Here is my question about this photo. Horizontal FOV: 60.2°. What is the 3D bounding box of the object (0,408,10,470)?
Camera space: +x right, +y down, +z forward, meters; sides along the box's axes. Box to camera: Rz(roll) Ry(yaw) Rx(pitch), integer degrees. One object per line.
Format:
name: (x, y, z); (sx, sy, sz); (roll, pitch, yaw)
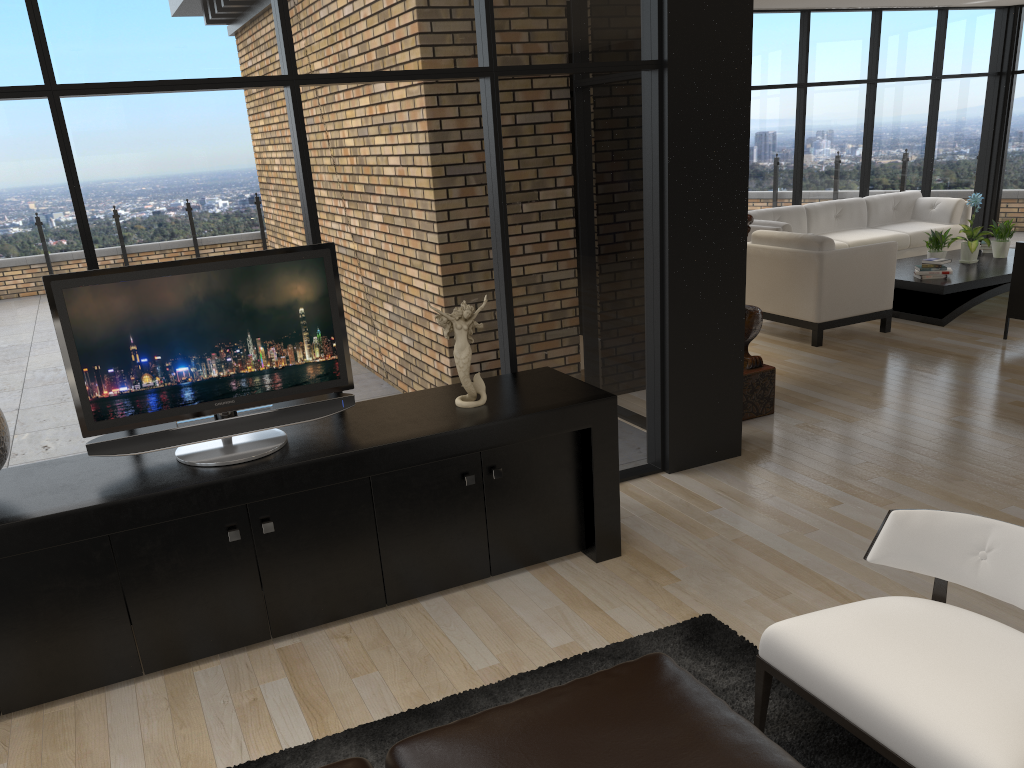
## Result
object: (-1.920, 0.207, 2.919); (0.456, 0.419, 0.458); (-20, 24, -40)

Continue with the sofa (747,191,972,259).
sofa: (3.613, -1.510, 9.448); (2.675, 0.881, 0.836); (-11, 19, -23)

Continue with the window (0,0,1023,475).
window: (2.272, -1.772, 3.329); (15.672, 4.931, 9.974); (-16, 21, -35)

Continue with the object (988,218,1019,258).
object: (4.645, -1.388, 8.366); (0.281, 0.381, 0.211); (13, 26, 41)

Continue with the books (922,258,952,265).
books: (3.674, -1.063, 7.642); (0.153, 0.028, 0.181); (-14, 19, -32)

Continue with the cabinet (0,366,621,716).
cabinet: (-1.040, 0.603, 3.459); (3.017, 0.763, 0.607); (-11, 20, -23)

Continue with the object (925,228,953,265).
object: (3.878, -1.244, 8.055); (0.283, 0.381, 0.209); (6, 22, 27)

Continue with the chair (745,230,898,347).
chair: (2.586, -0.887, 7.534); (0.848, 0.881, 0.979); (-12, 20, -23)

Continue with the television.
television: (-1.076, -0.101, 3.216); (0.932, 0.733, 0.397); (-6, 19, -5)

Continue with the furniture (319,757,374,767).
furniture: (-0.527, 1.213, 1.684); (0.821, 0.498, 0.810); (-12, 19, -23)

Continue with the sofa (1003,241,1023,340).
sofa: (4.916, -0.833, 6.855); (2.017, 0.828, 0.820); (-11, 19, -23)

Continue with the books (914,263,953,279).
books: (3.664, -0.991, 7.676); (0.307, 0.130, 0.217); (0, 18, 14)

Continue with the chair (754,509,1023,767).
chair: (1.192, 0.795, 2.357); (0.679, 0.695, 0.788); (-12, 20, -23)

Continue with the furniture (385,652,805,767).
furniture: (0.240, 1.065, 2.009); (0.821, 0.498, 0.810); (-12, 19, -23)

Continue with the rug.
rug: (-0.102, 1.414, 1.762); (3.012, 0.012, 2.428); (-11, 17, -22)

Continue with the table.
table: (4.229, -0.954, 8.294); (2.017, 0.362, 1.237); (-11, 18, -23)

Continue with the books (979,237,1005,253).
books: (4.770, -1.379, 8.748); (0.222, 0.130, 0.300); (7, 20, 32)

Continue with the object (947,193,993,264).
object: (4.266, -1.439, 8.143); (0.355, 0.650, 0.359); (-6, 19, -5)

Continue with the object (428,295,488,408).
object: (-0.187, -0.134, 3.585); (0.255, 0.473, 0.103); (-12, 21, -22)

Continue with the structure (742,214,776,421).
structure: (1.228, -0.609, 5.534); (0.513, 1.641, 0.715); (-13, 21, -23)
